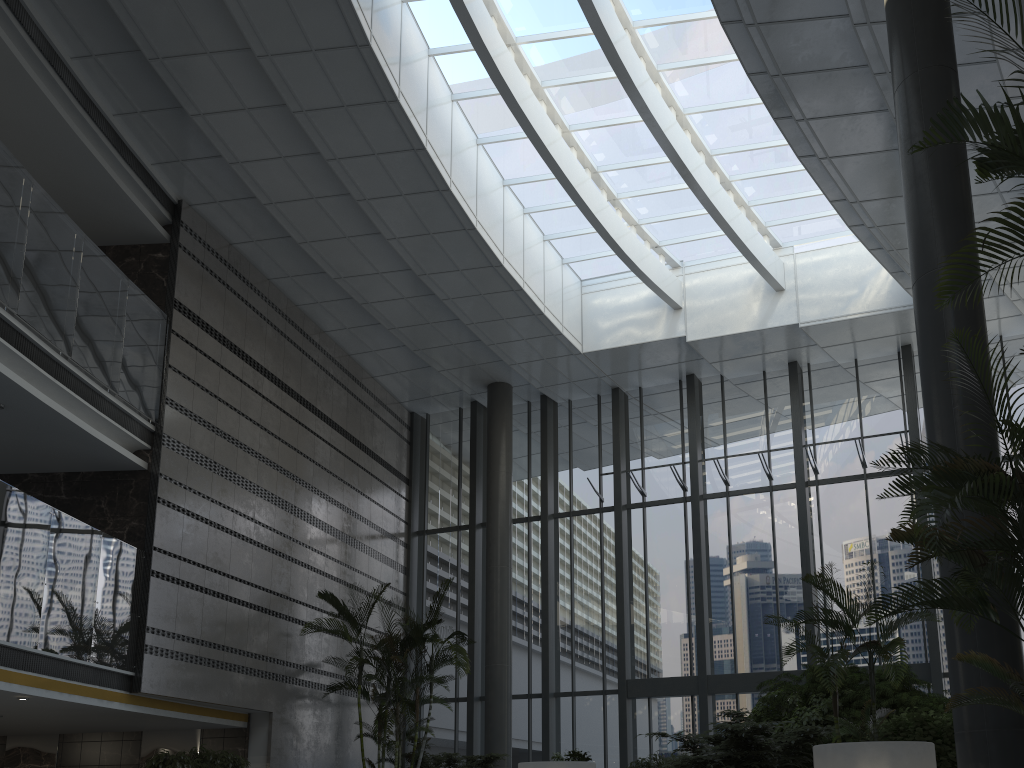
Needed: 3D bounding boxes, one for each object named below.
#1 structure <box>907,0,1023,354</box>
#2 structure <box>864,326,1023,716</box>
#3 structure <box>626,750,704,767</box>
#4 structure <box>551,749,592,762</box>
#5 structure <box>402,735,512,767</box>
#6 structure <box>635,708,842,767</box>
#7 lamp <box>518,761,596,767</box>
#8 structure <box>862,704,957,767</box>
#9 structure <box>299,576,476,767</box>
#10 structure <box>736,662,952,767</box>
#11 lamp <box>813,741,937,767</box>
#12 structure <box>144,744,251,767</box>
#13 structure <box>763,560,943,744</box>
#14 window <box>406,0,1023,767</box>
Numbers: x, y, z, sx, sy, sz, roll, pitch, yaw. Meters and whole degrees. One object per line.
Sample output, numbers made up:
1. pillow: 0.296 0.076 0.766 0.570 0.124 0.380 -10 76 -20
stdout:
1. structure: 2.715 0.305 2.807 2.434 4.353 2.718 0 -16 2
2. structure: 2.844 1.586 4.488 1.643 3.485 2.201 -1 -16 5
3. structure: 1.953 5.647 10.987 1.721 1.764 2.077 13 -24 -35
4. structure: 0.671 5.803 11.362 1.455 1.838 1.267 16 -23 -42
5. structure: -0.926 6.522 13.185 1.857 2.141 2.012 -2 -18 5
6. structure: 2.442 4.565 9.211 2.218 2.171 2.540 -2 -20 7
7. lamp: 0.482 4.839 9.053 0.842 1.562 0.894 -11 -19 37
8. structure: 3.704 3.899 7.628 1.631 1.986 1.631 9 -19 -26
9. structure: -1.766 5.047 12.577 2.520 4.354 2.623 -8 -17 26
10. structure: 4.008 4.813 10.417 3.790 2.758 3.413 -13 -24 31
11. lamp: 2.640 3.413 6.129 0.857 1.562 0.879 5 -16 -18
12. structure: -3.823 5.326 10.327 2.131 1.842 1.675 15 -24 -37
13. structure: 3.000 3.107 7.369 1.406 3.236 1.308 -1 -14 6
14. window: -0.180 0.086 7.969 13.679 9.344 20.035 -14 -27 31
